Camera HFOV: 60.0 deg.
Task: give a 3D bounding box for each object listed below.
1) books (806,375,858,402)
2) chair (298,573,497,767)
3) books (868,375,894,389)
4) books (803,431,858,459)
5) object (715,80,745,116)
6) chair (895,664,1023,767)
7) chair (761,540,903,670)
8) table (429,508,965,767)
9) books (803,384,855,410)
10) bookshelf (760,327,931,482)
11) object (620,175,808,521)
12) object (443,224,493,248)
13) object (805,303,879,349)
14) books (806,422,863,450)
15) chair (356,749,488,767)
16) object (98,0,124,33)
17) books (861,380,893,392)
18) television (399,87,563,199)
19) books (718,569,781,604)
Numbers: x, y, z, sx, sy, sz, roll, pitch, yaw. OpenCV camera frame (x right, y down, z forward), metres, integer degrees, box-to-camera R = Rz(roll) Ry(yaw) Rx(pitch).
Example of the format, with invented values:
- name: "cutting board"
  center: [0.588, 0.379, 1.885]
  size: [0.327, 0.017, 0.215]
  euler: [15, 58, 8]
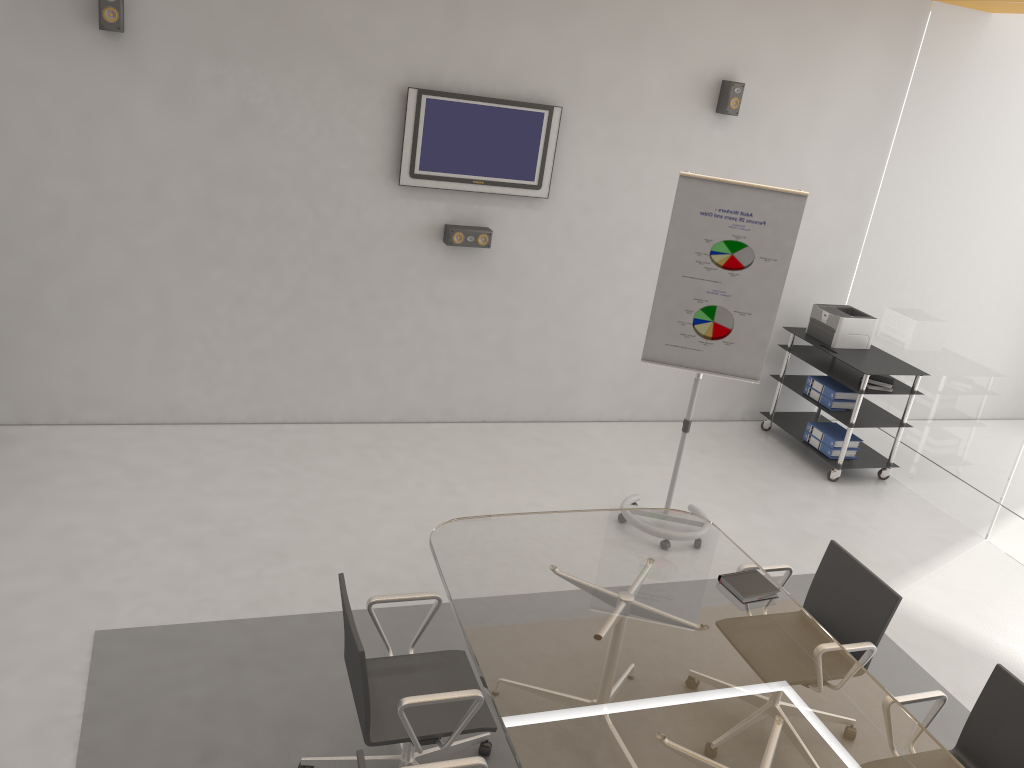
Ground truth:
- name: "books"
  center: [2.382, 0.033, 6.551]
  size: [0.263, 0.077, 0.320]
  euler: [1, 22, -20]
- name: "chair"
  center: [-0.313, 1.105, 3.140]
  size: [0.710, 0.805, 0.731]
  euler: [-7, 26, -36]
- name: "books"
  center: [2.584, -0.025, 6.232]
  size: [0.183, 0.032, 0.164]
  euler: [17, 22, 20]
- name: "books"
  center: [2.361, 0.448, 6.557]
  size: [0.263, 0.077, 0.320]
  euler: [1, 22, -20]
- name: "object"
  center: [1.488, -1.942, 6.028]
  size: [0.117, 0.216, 0.123]
  euler: [1, 22, -20]
- name: "chair"
  center: [1.460, 1.439, 2.980]
  size: [0.710, 0.805, 0.731]
  euler: [-7, 26, -36]
- name: "chair"
  center: [1.122, 1.123, 3.666]
  size: [0.710, 0.805, 0.731]
  euler: [-7, 26, -36]
- name: "table"
  center: [0.672, 1.470, 2.692]
  size: [1.372, 0.721, 3.054]
  euler: [1, 22, -20]
- name: "books"
  center: [2.370, 0.100, 6.576]
  size: [0.263, 0.077, 0.320]
  euler: [1, 22, -20]
- name: "bookshelf"
  center: [2.443, 0.144, 6.667]
  size: [0.567, 0.855, 0.985]
  euler: [1, 22, -20]
- name: "object"
  center: [1.055, -0.085, 4.974]
  size: [0.553, 2.088, 0.560]
  euler: [-6, 25, -34]
- name: "object"
  center: [-0.286, -0.964, 5.808]
  size: [0.298, 0.117, 0.123]
  euler: [1, 22, -20]
- name: "object"
  center: [2.468, -0.434, 6.645]
  size: [0.350, 0.235, 0.351]
  euler: [1, 22, -20]
- name: "books"
  center: [2.373, 0.380, 6.532]
  size: [0.263, 0.077, 0.320]
  euler: [1, 22, -20]
- name: "chair"
  center: [-0.123, 1.415, 2.411]
  size: [0.710, 0.805, 0.731]
  euler: [-7, 26, -36]
- name: "object"
  center: [-2.116, -1.979, 4.684]
  size: [0.117, 0.216, 0.123]
  euler: [1, 22, -20]
- name: "books"
  center: [2.569, 0.004, 6.242]
  size: [0.170, 0.028, 0.146]
  euler: [8, 21, -3]
- name: "television"
  center: [-0.198, -1.516, 5.630]
  size: [1.013, 0.590, 0.049]
  euler: [1, 22, -20]
- name: "books"
  center: [0.933, 0.794, 3.492]
  size: [0.183, 0.032, 0.164]
  euler: [-2, 23, -26]
